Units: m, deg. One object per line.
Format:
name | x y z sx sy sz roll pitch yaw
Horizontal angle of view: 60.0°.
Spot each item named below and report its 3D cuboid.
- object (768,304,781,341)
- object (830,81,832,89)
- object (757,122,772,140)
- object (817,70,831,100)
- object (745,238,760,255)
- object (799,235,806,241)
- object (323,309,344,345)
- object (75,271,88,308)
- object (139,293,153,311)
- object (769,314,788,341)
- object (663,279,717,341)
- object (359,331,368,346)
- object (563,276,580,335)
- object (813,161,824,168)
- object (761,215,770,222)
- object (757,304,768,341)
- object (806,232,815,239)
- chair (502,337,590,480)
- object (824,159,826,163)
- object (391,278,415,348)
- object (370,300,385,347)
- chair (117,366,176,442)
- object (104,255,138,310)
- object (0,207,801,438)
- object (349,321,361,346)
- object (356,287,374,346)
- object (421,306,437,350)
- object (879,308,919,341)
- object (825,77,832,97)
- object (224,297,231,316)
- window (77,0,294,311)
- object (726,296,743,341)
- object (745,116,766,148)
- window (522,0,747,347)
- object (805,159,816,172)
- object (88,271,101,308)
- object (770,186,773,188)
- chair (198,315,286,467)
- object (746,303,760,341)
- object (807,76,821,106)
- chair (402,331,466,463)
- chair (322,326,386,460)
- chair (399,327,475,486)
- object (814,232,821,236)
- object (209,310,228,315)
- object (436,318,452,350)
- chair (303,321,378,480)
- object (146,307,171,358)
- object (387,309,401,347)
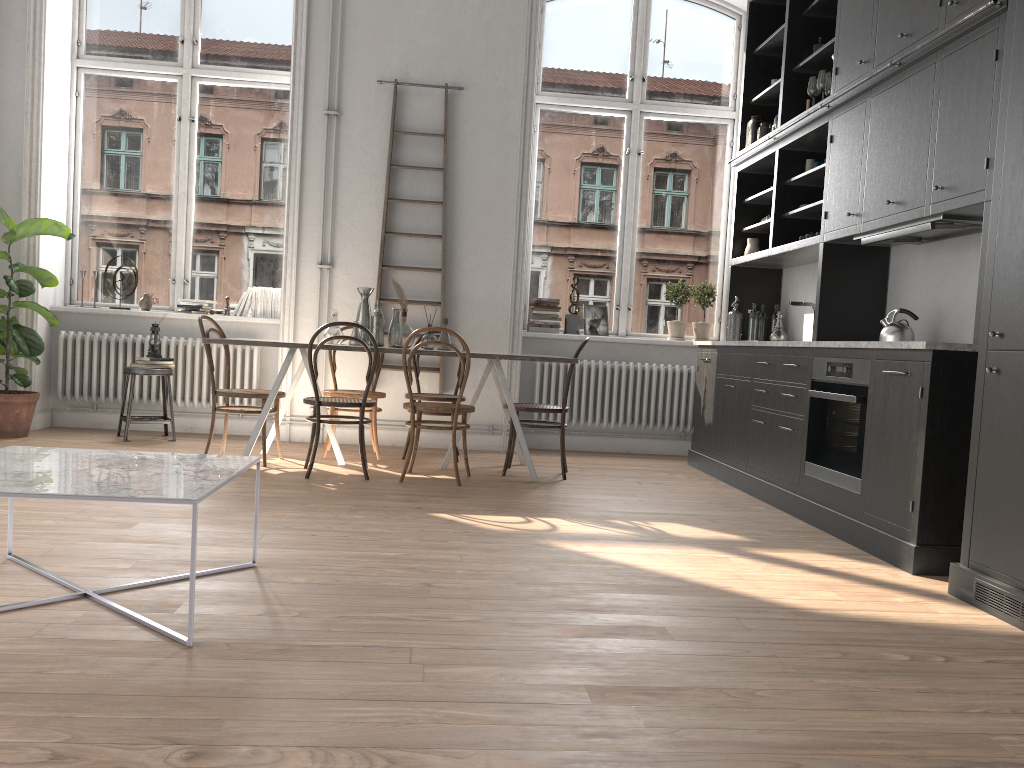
object | 1.953 -0.440 6.572 0.086 0.301 0.086 6 4 40
object | 1.987 -1.780 5.419 0.083 0.221 0.083 3 3 -6
object | 1.830 -1.800 6.404 0.114 0.155 0.114 3 3 -2
object | 1.890 -1.784 5.378 0.083 0.221 0.083 6 4 41
object | 1.790 -1.001 6.573 0.127 0.144 0.115 2 3 -26
object | 1.857 -0.912 5.591 0.088 0.059 0.104 2 3 -17
object | -1.134 -0.362 5.642 0.132 0.219 0.132 2 3 -16
object | -3.395 -0.750 7.010 0.095 0.289 0.095 5 3 26
object | -2.898 -0.649 7.018 0.100 0.142 0.102 2 3 -30
object | 1.941 -0.396 6.447 0.132 0.219 0.120 3 3 -5
object | 1.488 -0.619 7.428 0.500 0.524 0.234 2 3 -16
object | -0.953 -0.292 5.695 0.058 0.094 0.058 4 3 23
object | 0.508 -0.653 7.338 0.122 0.488 0.102 4 3 19
object | 1.964 -1.372 5.697 0.140 0.094 0.082 1 4 -40
object | 1.898 -1.199 6.556 0.140 0.100 0.125 2 3 -24
object | 1.880 -0.449 6.672 0.086 0.301 0.086 4 3 9
object | 1.859 -0.906 5.478 0.088 0.059 0.104 2 3 -27
chair | 0.211 0.138 5.828 0.549 0.921 0.437 4 3 7
object | 2.047 -1.392 5.766 0.082 0.135 0.059 4 3 23
object | -0.695 -0.454 5.715 0.156 0.446 0.157 4 3 13
object | -0.877 -0.396 5.791 0.086 0.301 0.086 2 3 -19
chair | -2.675 0.141 6.513 0.364 0.523 0.360 1 3 -32
object | -3.082 -0.799 6.997 0.347 0.425 0.087 5 3 27
object | -0.955 -0.407 6.170 5.827 1.843 0.791 3 3 0
object | -1.020 -0.331 5.782 0.083 0.158 0.083 3 3 -9
object | -0.982 -0.447 5.892 0.116 0.383 0.116 4 3 6
object | -0.538 -0.368 5.813 0.107 0.284 0.106 3 3 -10
object | 1.992 -0.298 4.576 0.171 0.186 0.171 4 3 6
object | 1.980 -1.784 5.502 0.083 0.221 0.083 3 3 -13
object | -2.258 -0.618 7.040 0.048 0.153 0.088 1 4 -35
window | -2.625 -2.041 7.157 1.622 2.844 0.013 3 3 -5
object | 1.669 -0.486 6.637 0.109 0.349 0.108 2 3 -24
object | 1.800 -1.849 6.542 0.118 0.238 0.118 2 3 -20
window | 7.258 -6.003 10.797 14.385 15.942 26.385 3 3 -5
object | 1.960 -1.398 5.812 0.082 0.135 0.059 1 4 -37
object | -3.273 -0.740 6.964 0.095 0.289 0.095 4 3 17
object | 1.878 -1.381 6.323 0.071 0.047 0.071 5 3 33
chair | -1.729 0.034 5.675 0.549 0.921 0.437 3 3 3
object | 1.791 -0.450 6.585 0.086 0.301 0.086 2 3 -19
object | 1.876 -1.791 5.509 0.083 0.221 0.083 5 3 26
chair | -0.545 0.070 6.393 0.438 0.921 0.549 3 3 2
chair | -1.108 0.044 6.263 0.438 0.921 0.549 3 3 -7
chair | -0.448 0.122 5.344 0.438 0.921 0.549 4 3 6
object | 1.889 -0.900 5.380 0.104 0.059 0.088 3 3 3
object | -2.351 -0.574 7.091 0.088 0.048 0.153 5 3 35
object | -0.447 -0.331 5.899 0.101 0.212 0.101 5 4 34
chair | -1.033 0.089 5.327 0.438 0.921 0.549 3 3 -10
object | -2.610 -0.385 6.554 0.163 0.383 0.154 1 3 -32
object | -0.772 -0.370 5.875 0.098 0.255 0.100 2 3 -28
